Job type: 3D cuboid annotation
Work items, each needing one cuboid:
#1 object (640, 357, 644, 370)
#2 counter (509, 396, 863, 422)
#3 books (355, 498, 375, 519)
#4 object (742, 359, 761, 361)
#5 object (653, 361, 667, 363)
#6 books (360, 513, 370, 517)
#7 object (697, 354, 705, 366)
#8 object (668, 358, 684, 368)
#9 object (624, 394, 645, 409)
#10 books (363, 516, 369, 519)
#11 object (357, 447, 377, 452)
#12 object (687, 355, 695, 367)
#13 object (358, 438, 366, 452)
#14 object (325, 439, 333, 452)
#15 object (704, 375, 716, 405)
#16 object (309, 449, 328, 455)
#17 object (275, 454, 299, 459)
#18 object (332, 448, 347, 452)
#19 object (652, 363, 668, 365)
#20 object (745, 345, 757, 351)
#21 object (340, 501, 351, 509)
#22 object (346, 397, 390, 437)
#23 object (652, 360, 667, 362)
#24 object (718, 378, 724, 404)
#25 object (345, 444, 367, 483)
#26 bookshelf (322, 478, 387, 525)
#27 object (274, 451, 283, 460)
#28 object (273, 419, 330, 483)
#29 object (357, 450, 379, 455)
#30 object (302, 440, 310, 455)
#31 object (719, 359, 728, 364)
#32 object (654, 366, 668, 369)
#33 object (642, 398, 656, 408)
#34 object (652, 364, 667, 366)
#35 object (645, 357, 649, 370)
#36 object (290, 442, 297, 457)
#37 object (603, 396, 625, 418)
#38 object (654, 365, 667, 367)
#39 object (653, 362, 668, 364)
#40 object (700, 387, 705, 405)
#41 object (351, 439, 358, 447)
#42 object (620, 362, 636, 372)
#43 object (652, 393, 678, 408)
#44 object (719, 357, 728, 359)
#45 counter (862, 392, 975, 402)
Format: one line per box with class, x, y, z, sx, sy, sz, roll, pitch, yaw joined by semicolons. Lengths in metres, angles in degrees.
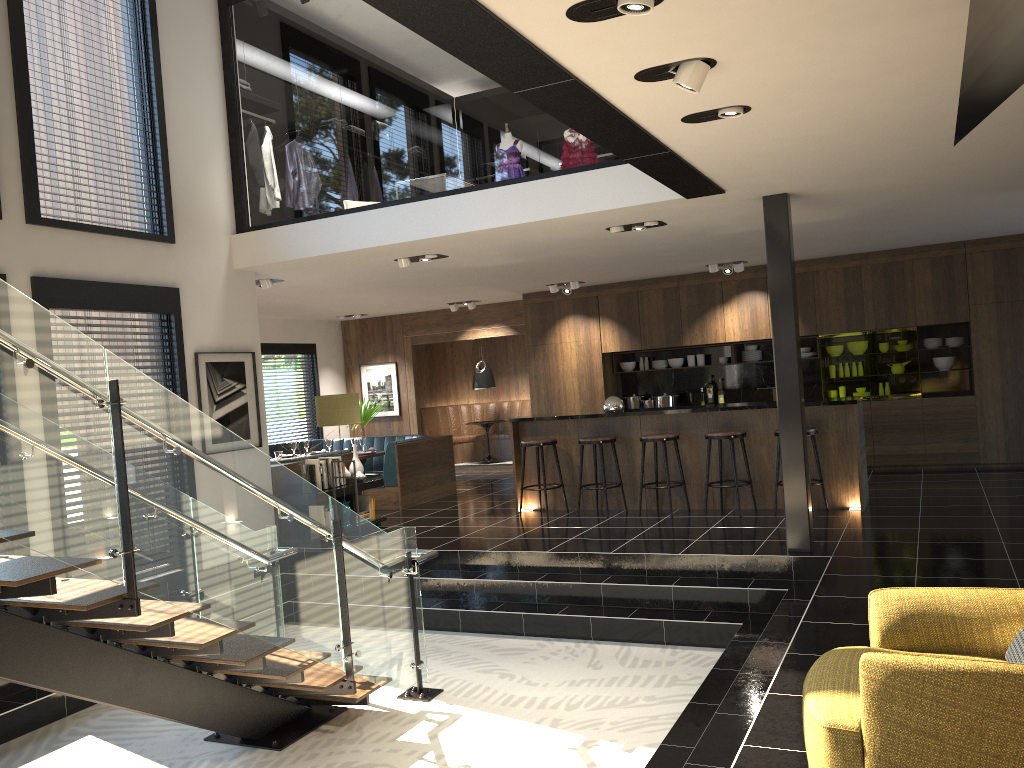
object;1.872;-0.290;12.806;0.060;0.185;0.060;-5;1;-33
counter;1.723;0.271;9.260;3.575;0.041;0.698;-4;0;25
books;-1.592;1.349;9.622;0.231;0.232;0.037;-4;1;25
object;3.307;-0.322;12.205;0.269;0.024;0.269;-4;0;-26
object;2.116;-0.308;12.680;0.220;0.033;0.220;-4;0;22
books;-1.655;1.408;9.441;0.167;0.024;0.261;-4;0;22
object;2.644;-0.333;12.414;0.109;0.161;0.109;-4;1;38
object;2.332;-0.292;12.588;0.234;0.138;0.234;-5;1;-45
object;1.761;0.248;12.751;0.255;0.218;0.236;-4;1;-17
books;-1.656;1.433;9.442;0.156;0.025;0.275;-4;0;21
object;-1.921;0.864;11.612;0.325;0.051;0.269;-4;0;29
object;2.523;-0.324;12.471;0.109;0.161;0.109;-4;1;8
object;-1.928;0.794;11.448;0.098;0.192;0.098;-4;1;23
object;-2.407;0.829;11.681;0.098;0.192;0.098;-4;1;23
object;2.778;0.102;12.492;0.133;0.451;0.116;-4;1;25
object;-2.622;0.915;11.934;0.325;0.051;0.269;-4;0;29
object;-2.980;0.944;11.708;0.269;0.051;0.324;-4;0;29
object;-2.287;0.891;11.776;0.325;0.051;0.269;-4;0;29
object;2.119;-0.274;12.681;0.220;0.033;0.220;-4;0;22
object;3.292;-0.484;12.203;0.168;0.087;0.168;-5;1;-45
object;-1.724;1.346;9.169;0.125;0.258;0.125;-4;1;21
object;-2.332;0.869;14.597;0.817;1.382;0.955;-5;1;-17
object;2.115;-0.319;12.680;0.220;0.033;0.220;-4;0;22
object;2.926;0.120;12.431;0.077;0.395;0.077;-5;1;-23
object;-1.725;0.853;9.564;0.319;0.398;0.316;-4;1;1
bookshelf;-1.819;1.312;9.164;0.356;0.500;1.303;-4;0;25
object;-2.617;0.853;9.961;0.098;0.192;0.098;-4;1;23
object;-2.030;0.706;8.757;0.607;0.745;0.406;-5;1;-15
object;-1.833;0.859;11.194;0.269;0.051;0.324;-4;0;29
object;-2.741;0.854;11.836;0.098;0.192;0.098;-4;1;23
object;2.938;-0.310;12.302;0.122;0.072;0.122;-5;1;-39
object;2.122;-0.226;12.682;0.220;0.033;0.220;-4;0;22
object;1.956;0.273;12.560;0.210;0.143;0.195;-4;1;-17
object;2.120;-0.262;12.681;0.220;0.033;0.220;-4;0;22
object;1.940;-0.295;12.773;0.060;0.185;0.060;-4;1;-6
object;-2.857;0.864;11.612;0.098;0.192;0.098;-4;1;23
object;1.075;0.241;9.360;0.227;0.228;0.227;-4;1;-14
object;2.120;-0.251;12.681;0.220;0.033;0.220;-4;0;22
object;2.118;-0.285;12.680;0.220;0.033;0.220;-4;0;22
object;2.692;0.191;12.532;0.058;0.287;0.057;-4;1;38
object;-1.991;0.800;11.250;0.098;0.192;0.098;-4;1;23
object;1.688;-0.247;12.895;0.234;0.138;0.234;-4;1;28
object;2.137;0.231;12.344;0.300;0.218;0.279;-5;1;-32
object;2.936;-0.334;12.301;0.122;0.072;0.122;-5;1;-39
counter;3.584;0.274;11.853;4.593;0.005;0.862;-4;0;25
